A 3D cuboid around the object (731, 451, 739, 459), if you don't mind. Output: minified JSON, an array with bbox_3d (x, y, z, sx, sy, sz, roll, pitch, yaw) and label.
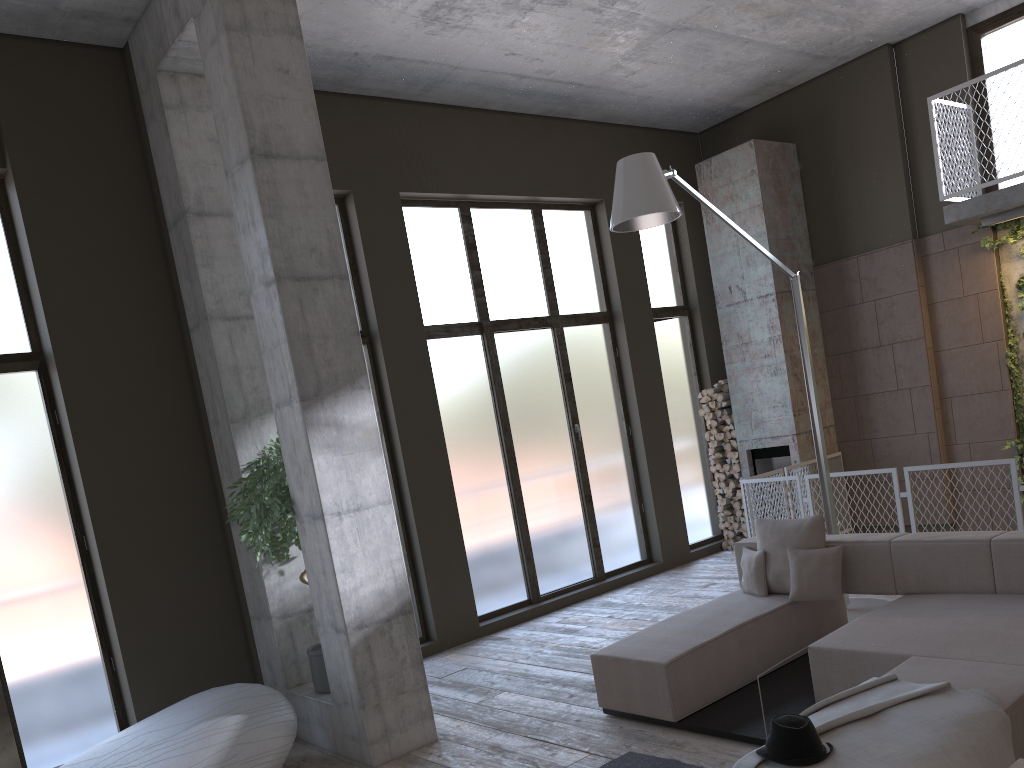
[{"bbox_3d":[2.827,0.823,10.556,0.472,0.084,0.094,-8,-1,-40],"label":"object"}]

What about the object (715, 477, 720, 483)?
[{"bbox_3d":[2.590,1.164,10.777,0.247,0.073,0.045,-8,1,-40],"label":"object"}]

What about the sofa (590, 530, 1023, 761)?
[{"bbox_3d":[1.782,1.490,4.820,2.967,0.791,3.029,-8,-3,-39],"label":"sofa"}]

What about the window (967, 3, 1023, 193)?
[{"bbox_3d":[5.757,-2.884,7.301,0.108,1.762,3.603,-15,2,-39],"label":"window"}]

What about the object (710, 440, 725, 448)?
[{"bbox_3d":[2.612,0.700,10.707,0.472,0.084,0.094,-8,-1,-40],"label":"object"}]

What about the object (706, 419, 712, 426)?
[{"bbox_3d":[2.519,0.458,10.774,0.288,0.104,0.101,-9,0,-38],"label":"object"}]

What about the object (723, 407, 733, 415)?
[{"bbox_3d":[2.694,0.309,10.577,0.417,0.072,0.068,-8,0,-40],"label":"object"}]

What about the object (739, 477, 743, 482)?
[{"bbox_3d":[2.880,1.112,10.580,0.418,0.086,0.067,-8,0,-41],"label":"object"}]

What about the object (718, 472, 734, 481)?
[{"bbox_3d":[2.661,1.110,10.738,0.290,0.108,0.099,-9,1,-38],"label":"object"}]

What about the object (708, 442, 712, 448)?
[{"bbox_3d":[2.569,0.722,10.768,0.416,0.068,0.068,-8,0,-40],"label":"object"}]

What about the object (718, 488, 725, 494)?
[{"bbox_3d":[2.703,1.289,10.849,0.416,0.068,0.068,-8,0,-40],"label":"object"}]

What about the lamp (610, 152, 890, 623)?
[{"bbox_3d":[1.842,0.220,6.262,0.762,3.457,2.582,-6,5,39],"label":"lamp"}]

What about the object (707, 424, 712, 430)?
[{"bbox_3d":[2.475,0.512,10.713,0.247,0.073,0.045,-8,1,-40],"label":"object"}]

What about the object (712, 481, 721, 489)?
[{"bbox_3d":[2.633,1.228,10.856,0.359,0.109,0.089,-8,1,-39],"label":"object"}]

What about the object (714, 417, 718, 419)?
[{"bbox_3d":[2.560,0.379,10.681,0.327,0.057,0.090,-8,-2,-40],"label":"object"}]

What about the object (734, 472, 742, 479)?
[{"bbox_3d":[2.840,1.089,10.620,0.418,0.086,0.067,-8,0,-41],"label":"object"}]

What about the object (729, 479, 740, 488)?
[{"bbox_3d":[2.812,1.185,10.656,0.448,0.090,0.091,-8,0,-38],"label":"object"}]

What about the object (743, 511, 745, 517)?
[{"bbox_3d":[2.969,1.537,10.631,0.430,0.093,0.092,-8,0,-40],"label":"object"}]

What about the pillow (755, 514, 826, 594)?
[{"bbox_3d":[1.952,1.208,6.175,0.218,0.562,0.568,-13,3,-37],"label":"pillow"}]

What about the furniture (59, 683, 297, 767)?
[{"bbox_3d":[-2.188,2.407,5.300,1.792,0.818,1.623,-10,-1,-1],"label":"furniture"}]

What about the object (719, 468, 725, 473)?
[{"bbox_3d":[2.675,1.031,10.745,0.327,0.057,0.090,-8,-2,-40],"label":"object"}]

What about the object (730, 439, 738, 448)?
[{"bbox_3d":[2.770,0.697,10.532,0.359,0.109,0.089,-8,1,-39],"label":"object"}]

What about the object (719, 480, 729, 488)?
[{"bbox_3d":[2.721,1.204,10.811,0.430,0.094,0.093,-8,0,-40],"label":"object"}]

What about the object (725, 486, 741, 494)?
[{"bbox_3d":[2.797,1.257,10.725,0.472,0.084,0.094,-8,-1,-40],"label":"object"}]

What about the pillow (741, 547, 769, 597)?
[{"bbox_3d":[1.767,1.382,6.399,0.150,0.380,0.367,-11,2,-7],"label":"pillow"}]

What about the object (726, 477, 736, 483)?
[{"bbox_3d":[2.787,1.174,10.765,0.357,0.087,0.102,-8,-1,-40],"label":"object"}]

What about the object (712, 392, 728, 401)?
[{"bbox_3d":[2.555,0.137,10.568,0.357,0.085,0.105,-8,-1,-40],"label":"object"}]

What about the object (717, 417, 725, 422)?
[{"bbox_3d":[2.624,0.406,10.653,0.354,0.075,0.065,-8,0,-40],"label":"object"}]

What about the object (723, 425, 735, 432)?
[{"bbox_3d":[2.729,0.520,10.616,0.428,0.080,0.116,-8,-1,-40],"label":"object"}]

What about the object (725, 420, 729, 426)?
[{"bbox_3d":[2.724,0.452,10.671,0.287,0.103,0.105,-9,0,-40],"label":"object"}]

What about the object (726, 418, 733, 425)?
[{"bbox_3d":[2.725,0.437,10.556,0.418,0.086,0.067,-8,0,-41],"label":"object"}]

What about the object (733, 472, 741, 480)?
[{"bbox_3d":[2.839,1.104,10.735,0.287,0.103,0.105,-9,0,-40],"label":"object"}]

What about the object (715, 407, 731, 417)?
[{"bbox_3d":[2.630,0.332,10.614,0.448,0.090,0.091,-8,0,-41],"label":"object"}]

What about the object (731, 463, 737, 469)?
[{"bbox_3d":[2.809,0.961,10.641,0.417,0.072,0.068,-8,0,-40],"label":"object"}]

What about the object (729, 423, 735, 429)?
[{"bbox_3d":[2.759,0.486,10.542,0.416,0.073,0.072,-8,0,-40],"label":"object"}]

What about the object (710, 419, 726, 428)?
[{"bbox_3d":[2.546,0.458,10.674,0.290,0.108,0.099,-9,1,-38],"label":"object"}]

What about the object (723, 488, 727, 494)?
[{"bbox_3d":[2.753,1.278,10.786,0.416,0.068,0.068,-8,0,-40],"label":"object"}]

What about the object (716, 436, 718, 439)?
[{"bbox_3d":[2.659,0.615,10.662,0.428,0.080,0.116,-8,-1,-40],"label":"object"}]

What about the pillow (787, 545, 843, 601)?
[{"bbox_3d":[2.052,1.282,5.919,0.380,0.376,0.166,-10,4,25],"label":"pillow"}]

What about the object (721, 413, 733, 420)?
[{"bbox_3d":[2.682,0.378,10.570,0.358,0.068,0.123,-8,-2,-38],"label":"object"}]

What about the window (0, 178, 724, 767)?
[{"bbox_3d":[-1.145,0.372,8.102,9.067,4.210,0.210,-9,4,-40],"label":"window"}]

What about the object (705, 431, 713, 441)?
[{"bbox_3d":[2.515,0.623,10.810,0.358,0.126,0.064,-9,2,-40],"label":"object"}]

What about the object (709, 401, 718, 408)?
[{"bbox_3d":[2.574,0.225,10.627,0.472,0.084,0.094,-8,-1,-40],"label":"object"}]

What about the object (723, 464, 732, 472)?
[{"bbox_3d":[2.745,0.984,10.679,0.448,0.090,0.091,-8,0,-41],"label":"object"}]

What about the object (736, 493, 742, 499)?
[{"bbox_3d":[2.890,1.313,10.661,0.448,0.090,0.091,-8,0,-40],"label":"object"}]

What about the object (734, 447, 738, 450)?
[{"bbox_3d":[2.817,0.740,10.596,0.357,0.087,0.102,-8,-1,-40],"label":"object"}]

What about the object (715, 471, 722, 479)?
[{"bbox_3d":[2.634,1.110,10.838,0.288,0.104,0.101,-9,0,-38],"label":"object"}]

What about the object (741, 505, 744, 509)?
[{"bbox_3d":[2.928,1.448,10.637,0.416,0.073,0.072,-8,0,-40],"label":"object"}]
